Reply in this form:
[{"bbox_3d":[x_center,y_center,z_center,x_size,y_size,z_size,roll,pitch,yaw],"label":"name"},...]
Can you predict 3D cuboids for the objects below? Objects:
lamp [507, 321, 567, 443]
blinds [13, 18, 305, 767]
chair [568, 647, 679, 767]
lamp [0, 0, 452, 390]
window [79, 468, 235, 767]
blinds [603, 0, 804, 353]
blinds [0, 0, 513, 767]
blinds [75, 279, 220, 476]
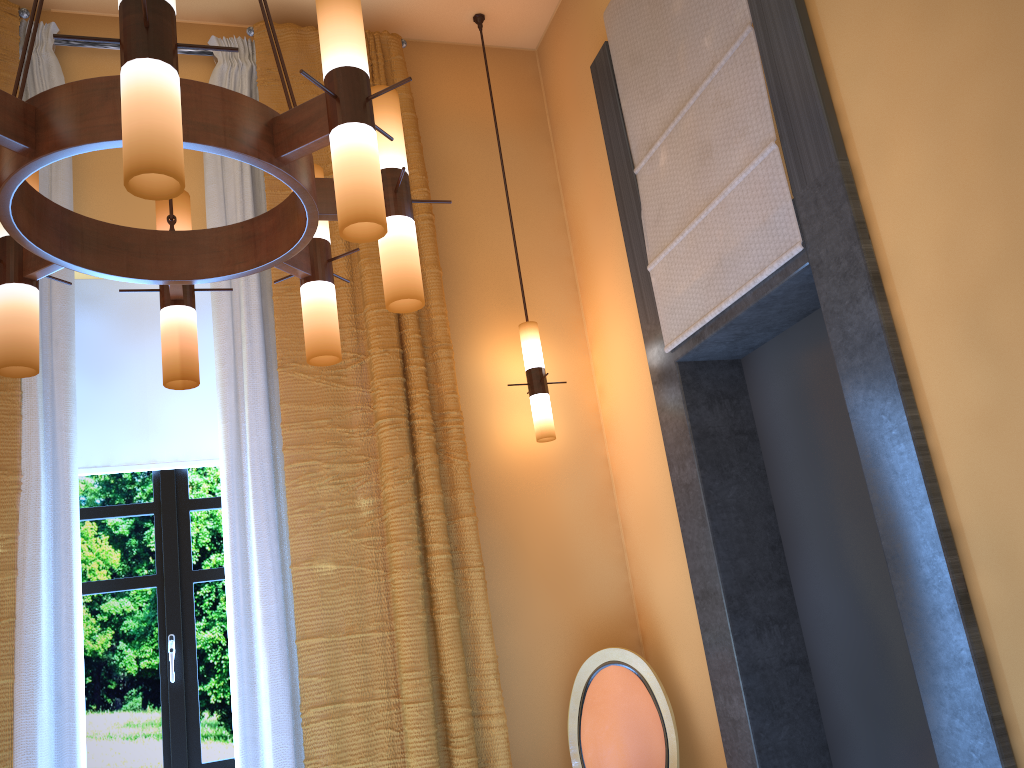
[{"bbox_3d":[0.109,-0.011,3.875,0.200,0.529,0.200,-16,-17,24],"label":"lamp"},{"bbox_3d":[-1.383,0.342,3.397,2.050,4.054,0.238,-2,-17,-21],"label":"blinds"},{"bbox_3d":[0.394,1.557,3.215,0.500,1.141,0.635,-12,-16,13],"label":"chair"},{"bbox_3d":[-0.841,-1.177,2.072,1.141,2.157,1.147,-9,-16,3],"label":"lamp"},{"bbox_3d":[-1.348,0.956,3.562,1.200,2.984,0.131,-3,-16,-19],"label":"window"},{"bbox_3d":[0.626,-1.006,3.242,0.042,1.568,0.900,-3,-17,-19],"label":"blinds"},{"bbox_3d":[-1.325,0.292,3.341,2.450,4.124,0.135,-3,-16,-19],"label":"blinds"},{"bbox_3d":[-1.498,-0.056,3.834,1.200,0.868,0.013,-3,-16,-19],"label":"blinds"}]
